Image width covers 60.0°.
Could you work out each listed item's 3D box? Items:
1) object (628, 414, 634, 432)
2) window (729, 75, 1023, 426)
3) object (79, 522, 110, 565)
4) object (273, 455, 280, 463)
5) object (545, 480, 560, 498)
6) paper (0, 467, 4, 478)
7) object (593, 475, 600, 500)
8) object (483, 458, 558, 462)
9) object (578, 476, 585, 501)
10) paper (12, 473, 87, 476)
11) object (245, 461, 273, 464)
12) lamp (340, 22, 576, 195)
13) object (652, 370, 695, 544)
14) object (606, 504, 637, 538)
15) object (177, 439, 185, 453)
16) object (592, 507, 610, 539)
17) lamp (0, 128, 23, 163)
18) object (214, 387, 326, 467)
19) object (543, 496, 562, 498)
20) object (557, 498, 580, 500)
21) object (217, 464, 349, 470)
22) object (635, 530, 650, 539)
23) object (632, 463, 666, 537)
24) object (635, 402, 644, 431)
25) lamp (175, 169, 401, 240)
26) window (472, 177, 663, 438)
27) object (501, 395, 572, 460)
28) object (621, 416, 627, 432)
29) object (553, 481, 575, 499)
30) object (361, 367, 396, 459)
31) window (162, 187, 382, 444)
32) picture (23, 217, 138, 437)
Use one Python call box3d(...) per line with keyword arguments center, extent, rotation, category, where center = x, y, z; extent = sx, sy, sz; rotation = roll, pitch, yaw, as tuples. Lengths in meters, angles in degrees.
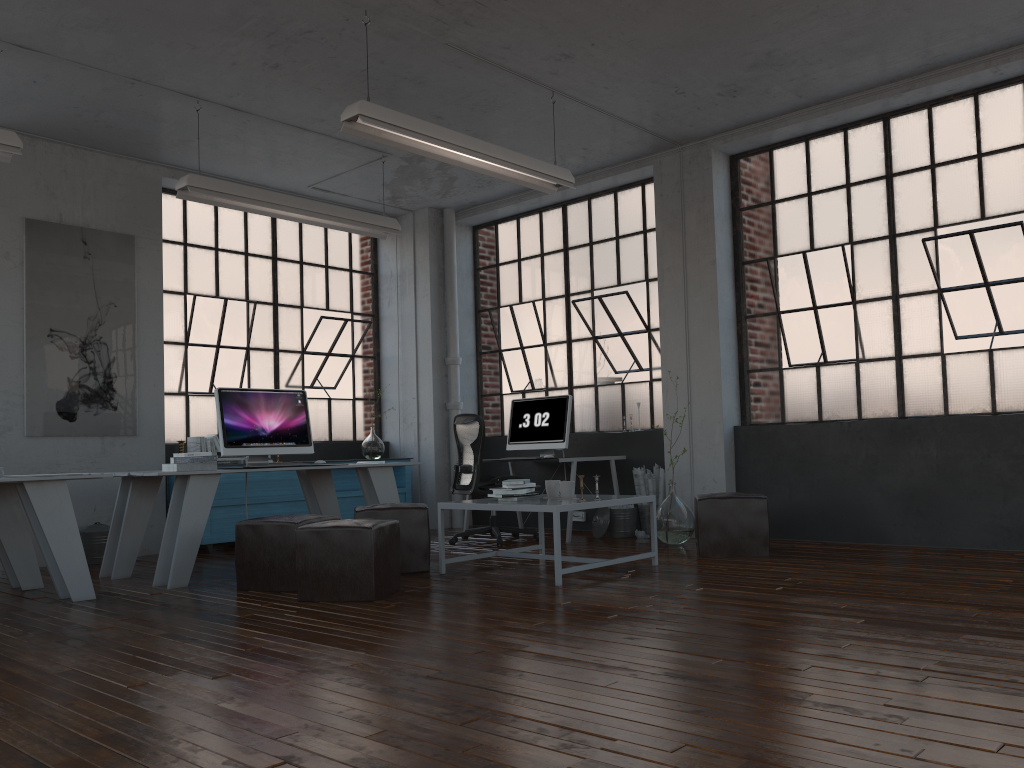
box3d(center=(1.077, 0.353, 8.003), extent=(0.066, 0.160, 0.066), rotation=(-1, -3, -16), category="object")
box3d(center=(2.816, -0.866, 6.535), extent=(2.593, 2.387, 0.670), rotation=(-5, -4, 42), category="window")
box3d(center=(-3.176, 1.215, 6.802), extent=(0.292, 0.307, 0.293), rotation=(-1, -4, -19), category="object")
box3d(center=(-2.124, 0.671, 8.050), extent=(0.088, 0.084, 0.088), rotation=(2, -5, -43), category="object")
box3d(center=(0.278, 0.682, 5.776), extent=(0.129, 0.109, 0.101), rotation=(1, -5, -39), category="object")
box3d(center=(-3.414, 0.492, 4.836), extent=(0.976, 0.105, 1.075), rotation=(-6, -6, 42), category="paper")
box3d(center=(0.519, 0.628, 5.410), extent=(0.055, 0.153, 0.055), rotation=(-3, -3, 19), category="object")
box3d(center=(0.194, 0.672, 7.886), extent=(0.849, 0.008, 0.687), rotation=(-6, -6, 44), category="object")
box3d(center=(0.422, 0.629, 5.350), extent=(0.052, 0.148, 0.053), rotation=(-1, -3, -7), category="object")
box3d(center=(-2.669, 0.521, 5.102), extent=(0.429, 0.001, 0.485), rotation=(1, -5, -37), category="paper")
box3d(center=(-2.246, 0.686, 7.738), extent=(0.187, 0.014, 0.253), rotation=(-6, -6, 42), category="object")
box3d(center=(-0.263, -1.687, 5.545), extent=(0.202, 0.627, 1.878), rotation=(-4, -5, 42), category="lamp")
box3d(center=(1.249, 0.541, 6.672), extent=(0.330, 1.338, 0.619), rotation=(-1, -3, -11), category="object")
box3d(center=(0.925, 1.151, 7.562), extent=(0.290, 0.293, 0.291), rotation=(-2, -4, 0), category="object")
box3d(center=(-2.814, 0.580, 7.550), extent=(0.132, 0.236, 0.132), rotation=(-2, -3, 9), category="object")
box3d(center=(0.742, 1.162, 7.485), extent=(0.107, 0.280, 0.293), rotation=(-1, -4, -22), category="object")
box3d(center=(-3.573, -1.676, 4.583), extent=(0.202, 0.627, 1.878), rotation=(-4, -5, 42), category="lamp")
box3d(center=(-1.690, 0.301, 6.226), extent=(0.377, 0.552, 0.714), rotation=(-5, -5, 44), category="object")
box3d(center=(0.272, 0.736, 5.765), extent=(0.137, 0.003, 0.138), rotation=(0, -5, -27), category="object")
box3d(center=(0.351, 0.714, 5.511), extent=(0.137, 0.003, 0.138), rotation=(0, -5, -27), category="object")
box3d(center=(-1.680, 0.583, 6.209), extent=(0.688, 0.008, 0.848), rotation=(-6, -6, 44), category="object")
box3d(center=(1.078, 1.256, 7.370), extent=(0.125, 0.107, 0.096), rotation=(-1, -3, -6), category="object")
box3d(center=(1.206, 0.982, 7.587), extent=(0.293, 0.626, 0.275), rotation=(-1, -3, -6), category="object")
box3d(center=(1.138, 0.295, 7.945), extent=(0.084, 0.256, 0.084), rotation=(0, -3, -25), category="object")
box3d(center=(-1.613, -1.352, 6.702), extent=(0.202, 0.205, 1.878), rotation=(-5, -5, 42), category="lamp")
box3d(center=(0.549, -0.638, 8.610), extent=(2.593, 2.387, 0.670), rotation=(-5, -4, 42), category="window")
box3d(center=(0.188, 0.390, 7.901), extent=(0.715, 0.552, 0.377), rotation=(-5, -5, 44), category="object")
box3d(center=(1.016, 0.358, 8.007), extent=(0.055, 0.153, 0.055), rotation=(-2, -3, 2), category="object")
box3d(center=(0.332, 0.660, 5.500), extent=(0.129, 0.109, 0.101), rotation=(1, -5, -39), category="object")
box3d(center=(-1.312, 0.282, 8.854), extent=(0.434, 0.938, 0.232), rotation=(-3, -3, 24), category="object")
box3d(center=(-2.293, -0.549, 8.605), extent=(0.670, 2.387, 2.592), rotation=(-4, -4, 42), category="window")
box3d(center=(-3.359, -0.416, 6.941), extent=(0.025, 1.648, 0.853), rotation=(-4, -4, 42), category="picture")
